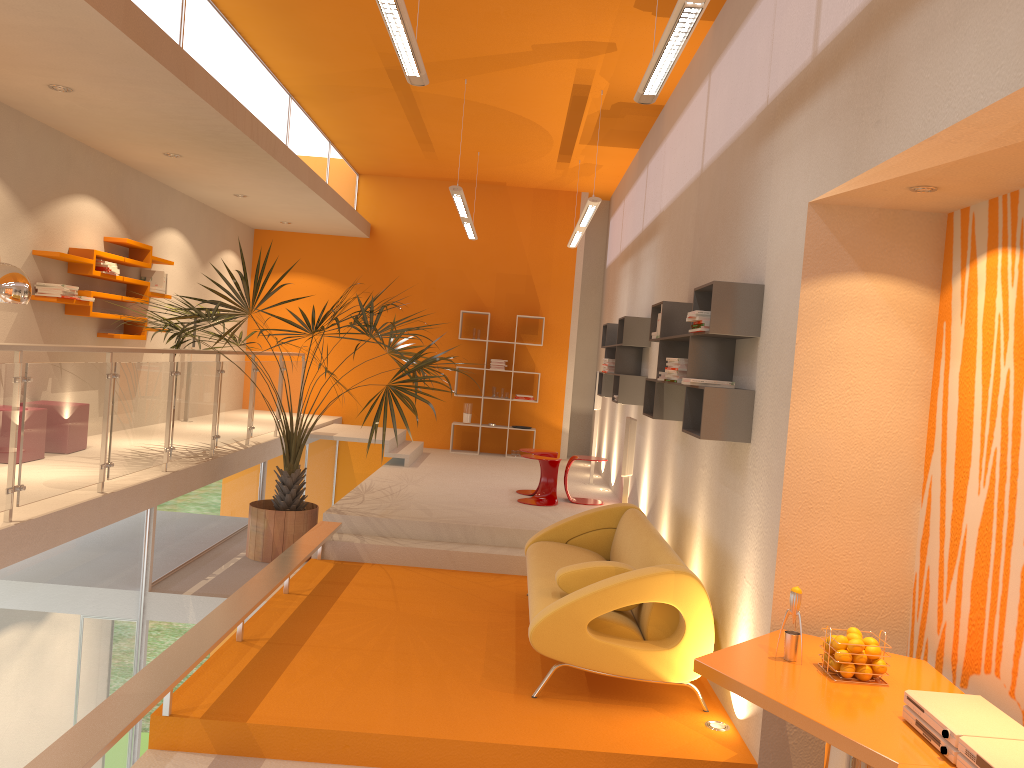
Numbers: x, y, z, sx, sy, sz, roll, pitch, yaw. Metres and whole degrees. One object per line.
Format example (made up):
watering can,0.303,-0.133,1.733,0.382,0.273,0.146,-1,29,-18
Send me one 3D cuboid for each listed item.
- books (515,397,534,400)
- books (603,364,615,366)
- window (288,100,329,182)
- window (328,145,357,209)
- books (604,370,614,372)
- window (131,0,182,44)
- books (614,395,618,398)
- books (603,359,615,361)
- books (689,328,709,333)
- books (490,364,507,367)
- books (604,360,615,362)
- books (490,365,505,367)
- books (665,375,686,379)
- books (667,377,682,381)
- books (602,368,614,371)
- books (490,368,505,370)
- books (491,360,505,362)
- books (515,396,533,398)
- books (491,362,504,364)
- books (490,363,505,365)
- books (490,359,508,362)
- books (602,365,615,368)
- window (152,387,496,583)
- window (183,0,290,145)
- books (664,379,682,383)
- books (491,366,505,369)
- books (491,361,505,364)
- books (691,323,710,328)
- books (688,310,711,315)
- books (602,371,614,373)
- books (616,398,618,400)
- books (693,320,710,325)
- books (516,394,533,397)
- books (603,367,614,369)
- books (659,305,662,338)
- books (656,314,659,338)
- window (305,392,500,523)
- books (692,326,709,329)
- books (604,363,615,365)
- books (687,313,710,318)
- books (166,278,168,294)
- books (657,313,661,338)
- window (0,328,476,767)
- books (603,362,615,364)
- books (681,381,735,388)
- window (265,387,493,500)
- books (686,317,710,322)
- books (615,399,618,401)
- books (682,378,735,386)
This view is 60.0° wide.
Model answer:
books,0.182,0.199,12.517,0.254,0.015,0.190,5,2,-4
books,1.074,-0.191,9.237,0.210,0.013,0.297,4,2,-5
window,-2.259,-2.588,9.888,0.006,0.660,1.869,5,2,0
window,-2.252,-2.641,11.792,0.006,0.660,1.860,5,2,0
books,1.069,-0.132,9.243,0.190,0.011,0.268,5,2,-3
window,-2.279,-2.452,4.961,0.006,0.660,2.241,5,2,0
books,1.071,0.127,8.217,0.230,0.017,0.227,5,2,0
books,1.087,-0.247,9.239,0.230,0.017,0.227,4,2,-10
books,1.057,-0.273,4.634,0.210,0.013,0.297,5,2,0
books,-0.191,-0.265,12.553,0.230,0.017,0.227,4,2,-5
books,1.073,-0.232,9.242,0.190,0.015,0.254,5,2,-3
books,-0.205,-0.250,12.556,0.190,0.015,0.254,5,2,2
books,1.053,-0.038,5.330,0.190,0.015,0.254,4,2,-9
books,1.054,-0.024,5.321,0.190,0.011,0.268,5,2,-3
books,1.068,-0.146,9.252,0.190,0.015,0.254,4,2,-9
books,-0.205,-0.209,12.551,0.210,0.013,0.296,5,2,0
books,-0.199,-0.321,12.554,0.190,0.015,0.254,5,2,2
books,0.176,0.183,12.520,0.254,0.015,0.190,5,2,2
books,-0.197,-0.292,12.553,0.190,0.011,0.268,5,2,2
books,-0.199,-0.280,12.549,0.210,0.013,0.296,5,2,0
books,-0.185,-0.336,12.551,0.230,0.017,0.227,4,2,-5
books,1.082,-0.175,9.241,0.230,0.017,0.227,4,2,-10
window,-1.826,0.701,9.573,0.908,1.393,6.719,5,2,20
window,-2.269,-2.523,7.517,0.006,0.660,2.794,5,2,0
books,1.053,-0.012,5.317,0.210,0.013,0.297,4,2,-5
books,-0.203,-0.235,12.565,0.190,0.015,0.254,5,2,-4
books,-0.198,-0.306,12.563,0.190,0.015,0.254,5,2,-4
books,1.060,-0.297,4.619,0.190,0.015,0.254,5,2,-4
books,1.055,-0.362,4.643,0.226,0.017,0.230,5,2,0
books,1.068,-0.120,9.239,0.210,0.013,0.297,4,2,-5
books,1.057,0.142,8.222,0.190,0.015,0.254,5,2,7
books,1.064,-0.312,4.627,0.190,0.015,0.254,5,2,2
books,0.174,0.167,12.506,0.227,0.017,0.230,4,2,-5
books,1.067,-0.161,9.244,0.190,0.015,0.254,5,2,-3
books,1.108,-0.412,5.940,0.230,0.227,0.017,5,2,0
books,1.104,-0.386,6.046,0.230,0.169,0.023,5,2,0
window,-1.503,2.301,11.925,2.294,4.526,1.860,5,2,0
books,1.058,-0.284,4.629,0.190,0.011,0.268,5,2,2
books,1.075,-0.203,9.241,0.190,0.011,0.268,5,2,-3
books,1.049,-0.346,4.631,0.254,0.015,0.190,5,2,7
books,-3.687,-1.022,9.187,0.230,0.169,0.023,5,2,0
books,1.106,-0.385,5.991,0.230,0.169,0.027,5,2,0
window,-1.910,1.929,8.370,0.481,5.399,8.922,5,2,12
books,1.074,-0.217,9.250,0.190,0.015,0.254,4,2,-9
books,1.021,0.003,4.633,0.254,0.015,0.190,5,2,7
window,-1.947,2.250,11.142,0.993,4.599,4.234,6,2,32
books,1.053,-0.329,4.630,0.230,0.017,0.226,4,2,-5
books,1.060,0.157,8.230,0.190,0.015,0.254,5,2,1
books,1.027,-0.013,4.645,0.226,0.017,0.230,5,2,0
